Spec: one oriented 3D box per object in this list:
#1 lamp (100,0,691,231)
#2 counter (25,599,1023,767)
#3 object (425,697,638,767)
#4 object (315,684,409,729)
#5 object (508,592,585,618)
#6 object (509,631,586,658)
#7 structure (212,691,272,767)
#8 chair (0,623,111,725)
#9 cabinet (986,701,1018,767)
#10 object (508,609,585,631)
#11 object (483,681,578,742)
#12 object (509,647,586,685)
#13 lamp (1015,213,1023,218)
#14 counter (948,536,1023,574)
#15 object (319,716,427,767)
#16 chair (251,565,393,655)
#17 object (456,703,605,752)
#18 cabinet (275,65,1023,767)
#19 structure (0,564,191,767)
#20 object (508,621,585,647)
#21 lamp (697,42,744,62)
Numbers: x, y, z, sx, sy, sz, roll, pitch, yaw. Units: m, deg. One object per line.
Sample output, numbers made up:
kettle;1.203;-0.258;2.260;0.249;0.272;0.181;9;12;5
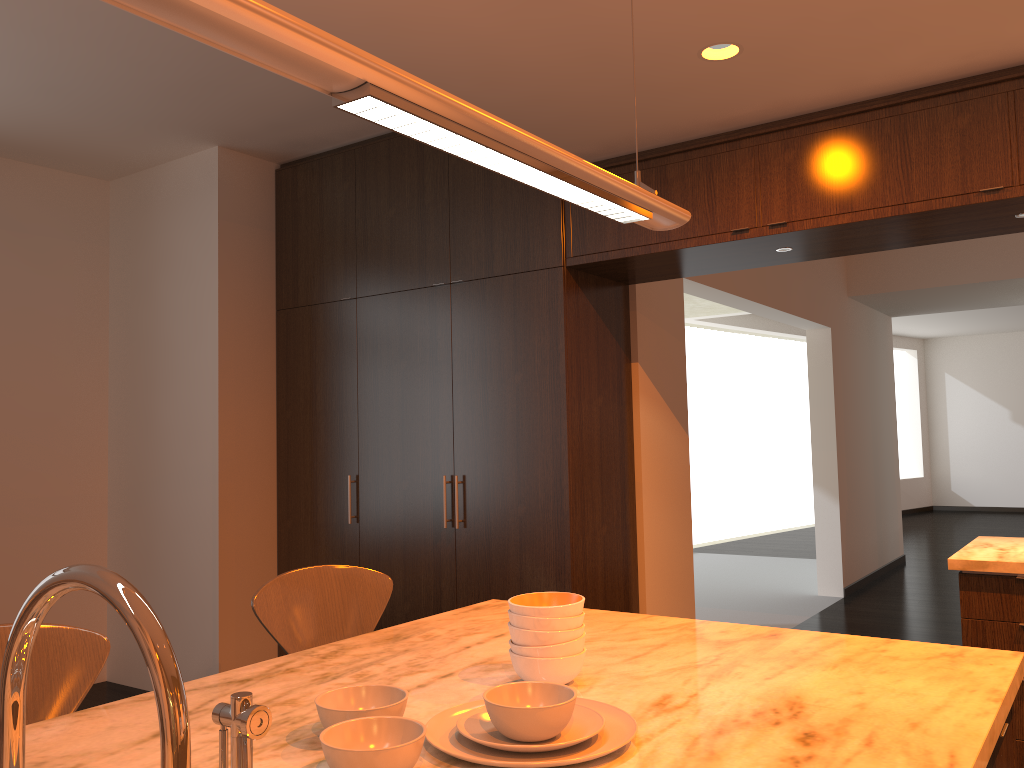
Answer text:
lamp;-0.342;-0.785;1.105;0.120;0.765;2.465;-4;-5;35
counter;-0.298;0.523;0.977;1.280;0.038;2.711;-4;-5;35
object;0.027;0.506;1.290;0.309;0.021;0.310;-4;-5;35
object;-0.222;0.495;1.318;0.139;0.059;0.138;1;-4;-30
object;0.063;0.417;1.597;0.139;0.062;0.140;-5;-5;43
object;0.064;0.482;1.593;0.139;0.068;0.140;-3;-4;17
structure;-0.299;0.423;0.974;0.067;0.161;0.050;-4;-5;35
chair;-0.720;0.932;1.365;0.506;1.047;0.520;-4;-5;35
cabinet;-0.288;0.979;0.948;1.281;0.876;2.713;-4;-5;35
object;0.063;0.438;1.596;0.139;0.064;0.140;-2;-4;9
object;0.027;0.481;1.292;0.139;0.059;0.138;1;-4;-30
object;0.064;0.506;1.591;0.139;0.059;0.140;-3;-4;26
lamp;1.882;-0.620;3.249;0.068;0.004;0.068;-2;-4;15
counter;2.213;0.484;1.283;3.187;0.038;3.616;-4;-5;35
object;-0.180;0.483;1.154;0.139;0.059;0.138;1;-4;-30
chair;-0.303;0.967;2.039;0.506;1.047;0.520;-4;-5;40
object;0.027;0.502;1.291;0.217;0.025;0.216;2;-5;-38
cabinet;0.682;-0.090;1.199;7.728;2.997;5.521;-4;-5;35
structure;-0.427;0.320;0.741;0.310;0.341;0.321;0;-4;-18
object;0.062;0.460;1.594;0.139;0.062;0.140;-4;-5;35
lamp;6.048;-1.103;5.647;5.868;0.171;16.431;-4;-5;34
